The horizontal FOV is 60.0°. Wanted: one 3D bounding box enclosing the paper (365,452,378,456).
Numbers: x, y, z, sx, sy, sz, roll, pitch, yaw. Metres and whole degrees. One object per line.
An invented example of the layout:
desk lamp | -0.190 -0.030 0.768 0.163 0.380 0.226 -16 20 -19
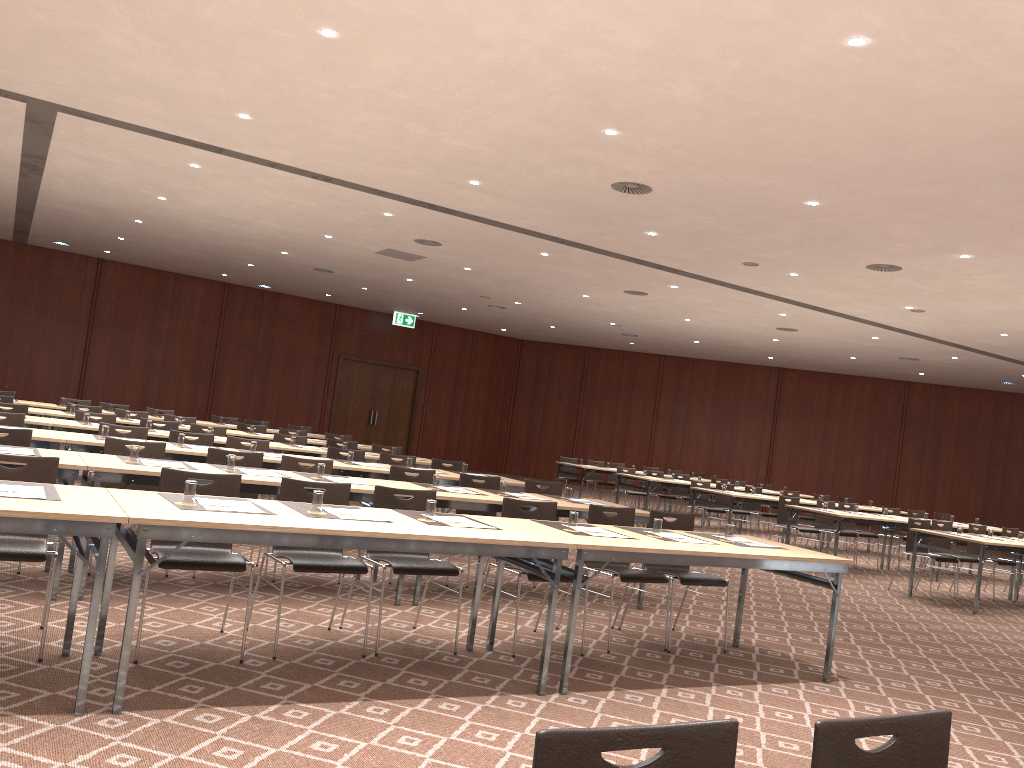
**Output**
paper | -1.981 0.852 11.101 0.460 0.003 0.565 9 -3 -32

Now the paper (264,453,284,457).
paper | -2.273 0.687 8.548 0.284 0.006 0.398 9 -3 -28

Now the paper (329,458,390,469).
paper | -1.556 0.811 9.050 0.460 0.003 0.565 9 -3 -29

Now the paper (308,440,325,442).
paper | -2.959 0.802 12.833 0.460 0.003 0.565 9 -3 -31

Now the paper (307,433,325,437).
paper | -3.430 0.837 14.887 0.460 0.003 0.565 9 -3 -28

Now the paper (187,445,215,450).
paper | -2.854 0.593 8.226 0.284 0.006 0.398 9 -3 -32

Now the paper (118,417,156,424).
paper | -4.936 0.483 11.719 0.460 0.003 0.565 9 -3 -28

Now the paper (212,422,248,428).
paper | -4.537 0.657 14.245 0.460 0.003 0.565 9 -3 -31

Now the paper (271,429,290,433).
paper | -3.954 0.751 14.565 0.460 0.003 0.565 9 -3 -30

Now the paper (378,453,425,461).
paper | -1.420 0.943 11.439 0.460 0.003 0.565 9 -3 -29

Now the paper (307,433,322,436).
paper | -3.334 0.846 14.893 0.284 0.006 0.398 9 -3 -29

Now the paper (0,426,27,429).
paper | -4.218 0.372 7.430 0.284 0.006 0.398 9 -3 -31

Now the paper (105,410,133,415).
paper | -5.908 0.435 13.452 0.460 0.003 0.565 9 -3 -31

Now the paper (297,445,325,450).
paper | -2.449 0.768 10.755 0.284 0.006 0.398 9 -3 -33

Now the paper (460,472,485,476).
paper | -0.365 0.997 9.678 0.284 0.006 0.398 9 -3 -30

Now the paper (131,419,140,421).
paper | -4.861 0.488 11.696 0.284 0.006 0.398 9 -3 -32

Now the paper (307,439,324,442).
paper | -2.895 0.808 12.849 0.284 0.006 0.398 9 -3 -33

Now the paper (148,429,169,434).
paper | -3.911 0.539 9.994 0.460 0.003 0.565 9 -3 -32

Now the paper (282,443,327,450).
paper | -2.520 0.765 10.806 0.460 0.003 0.565 9 -3 -30

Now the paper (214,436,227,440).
paper | -3.368 0.628 10.318 0.460 0.003 0.565 9 -3 -30

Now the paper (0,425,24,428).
paper | -4.328 0.362 7.447 0.460 0.003 0.565 9 -3 -31

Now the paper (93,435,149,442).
paper | -3.478 0.499 7.923 0.460 0.003 0.565 9 -3 -28

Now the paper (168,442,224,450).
paper | -2.914 0.592 8.276 0.460 0.003 0.565 9 -3 -31

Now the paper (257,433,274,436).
paper | -3.432 0.718 12.476 0.284 0.006 0.398 9 -3 -32

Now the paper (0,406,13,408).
paper | -6.320 0.257 10.880 0.460 0.003 0.565 9 -3 -30

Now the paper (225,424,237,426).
paper | -4.452 0.663 14.214 0.284 0.006 0.398 9 -3 -32

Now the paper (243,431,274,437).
paper | -3.532 0.711 12.530 0.460 0.003 0.565 9 -3 -27

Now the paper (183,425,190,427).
paper | -4.303 0.578 12.009 0.284 0.006 0.398 9 -3 -28

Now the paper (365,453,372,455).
paper | -1.914 0.856 11.082 0.284 0.006 0.398 9 -3 -33

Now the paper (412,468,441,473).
paper | -0.909 0.908 9.344 0.284 0.006 0.398 9 -3 -28

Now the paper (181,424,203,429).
paper | -4.350 0.577 12.030 0.460 0.003 0.565 9 -3 -31

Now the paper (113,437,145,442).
paper | -3.408 0.504 7.914 0.284 0.006 0.398 9 -3 -30

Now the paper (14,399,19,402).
paper | -7.305 0.208 12.630 0.460 0.003 0.565 9 -3 -32

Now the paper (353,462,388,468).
paper | -1.460 0.819 9.018 0.284 0.006 0.398 9 -3 -30

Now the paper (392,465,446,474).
paper | -0.990 0.903 9.374 0.460 0.003 0.565 9 -3 -28

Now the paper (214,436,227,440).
paper | -3.296 0.630 10.247 0.284 0.006 0.398 9 -3 -30

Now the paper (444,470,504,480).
paper | -0.428 0.995 9.729 0.460 0.003 0.565 9 -3 -31

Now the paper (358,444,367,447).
paper | -2.338 0.896 13.132 0.284 0.006 0.398 9 -3 -29

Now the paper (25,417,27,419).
paper | -5.290 0.314 9.169 0.460 0.003 0.565 9 -3 -32

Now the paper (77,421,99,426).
paper | -4.469 0.449 9.673 0.460 0.003 0.565 9 -3 -32

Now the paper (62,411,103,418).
paper | -5.482 0.393 11.371 0.460 0.003 0.565 9 -3 -34

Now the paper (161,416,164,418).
paper | -5.272 0.531 13.753 0.284 0.006 0.398 9 -3 -29

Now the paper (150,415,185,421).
paper | -5.360 0.524 13.775 0.460 0.003 0.565 9 -3 -30

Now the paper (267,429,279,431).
paper | -3.895 0.753 14.528 0.284 0.006 0.398 9 -3 -31

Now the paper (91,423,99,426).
paper | -4.402 0.451 9.614 0.284 0.006 0.398 9 -3 -29

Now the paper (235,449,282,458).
paper | -2.373 0.678 8.553 0.460 0.003 0.565 9 -3 -31

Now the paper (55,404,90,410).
paper | -6.477 0.342 13.106 0.460 0.003 0.565 9 -3 -31

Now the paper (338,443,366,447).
paper | -2.434 0.889 13.163 0.460 0.003 0.565 9 -3 -31

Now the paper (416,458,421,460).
paper | -1.331 0.950 11.420 0.284 0.006 0.398 9 -3 -29

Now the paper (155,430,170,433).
paper | -3.855 0.541 9.960 0.284 0.006 0.398 9 -3 -28
